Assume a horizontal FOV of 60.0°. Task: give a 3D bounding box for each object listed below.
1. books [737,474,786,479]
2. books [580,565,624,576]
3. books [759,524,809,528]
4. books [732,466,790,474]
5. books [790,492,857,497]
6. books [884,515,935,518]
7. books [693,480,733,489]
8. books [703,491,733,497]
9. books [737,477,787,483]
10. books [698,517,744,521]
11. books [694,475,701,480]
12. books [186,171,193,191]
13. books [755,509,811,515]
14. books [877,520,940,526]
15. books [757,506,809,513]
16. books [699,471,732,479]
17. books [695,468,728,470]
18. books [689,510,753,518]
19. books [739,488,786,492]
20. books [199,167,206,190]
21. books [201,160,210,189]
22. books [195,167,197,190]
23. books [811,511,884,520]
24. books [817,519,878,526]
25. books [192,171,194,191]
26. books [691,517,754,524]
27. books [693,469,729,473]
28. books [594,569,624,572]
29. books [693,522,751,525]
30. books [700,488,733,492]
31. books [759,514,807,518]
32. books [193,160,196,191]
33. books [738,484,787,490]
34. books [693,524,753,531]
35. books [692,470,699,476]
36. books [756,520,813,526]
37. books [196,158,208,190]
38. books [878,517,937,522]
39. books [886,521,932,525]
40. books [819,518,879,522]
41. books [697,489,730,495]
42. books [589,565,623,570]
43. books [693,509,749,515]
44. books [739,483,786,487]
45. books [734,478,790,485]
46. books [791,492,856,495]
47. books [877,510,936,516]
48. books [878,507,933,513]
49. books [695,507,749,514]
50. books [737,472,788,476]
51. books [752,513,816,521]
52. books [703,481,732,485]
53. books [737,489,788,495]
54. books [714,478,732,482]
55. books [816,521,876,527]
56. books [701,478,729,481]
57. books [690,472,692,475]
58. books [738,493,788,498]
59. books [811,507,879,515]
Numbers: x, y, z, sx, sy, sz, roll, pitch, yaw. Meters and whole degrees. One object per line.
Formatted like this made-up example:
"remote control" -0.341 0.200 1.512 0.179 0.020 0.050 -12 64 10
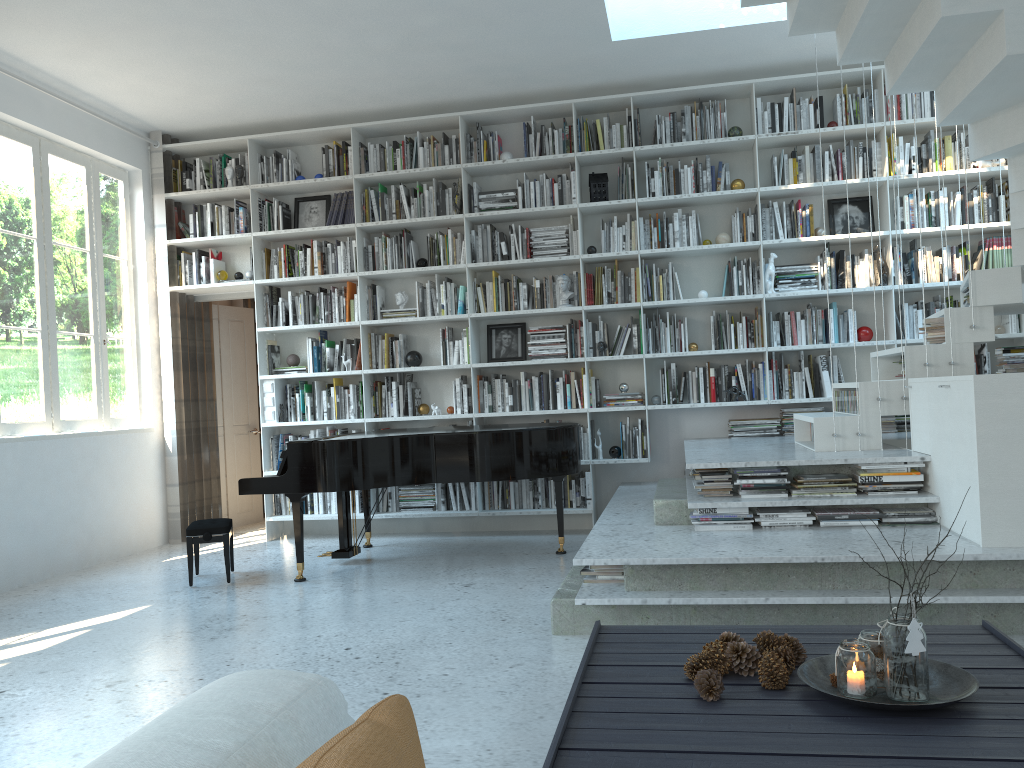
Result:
"books" 1.220 0.448 4.344 0.221 0.018 0.154 -3 -1 12
"books" 0.417 0.830 3.979 0.187 0.017 0.205 -3 -1 16
"books" 1.287 0.664 4.211 0.208 0.015 0.152 -3 -1 9
"books" 1.221 0.422 4.357 0.261 0.016 0.128 -3 -1 10
"books" 1.496 0.527 4.277 0.291 0.007 0.174 -3 -1 14
"books" 1.826 0.607 4.114 0.225 0.007 0.133 -3 -1 15
"books" 1.011 0.504 4.479 0.184 0.014 0.297 -3 -1 10
"books" 1.036 0.548 4.475 0.144 0.009 0.249 -3 -1 11
"books" 1.216 0.464 4.319 0.230 0.015 0.190 -3 -1 16
"books" 1.004 0.637 4.252 0.210 0.012 0.168 -3 -1 15
"books" 1.064 0.489 4.751 0.177 0.026 0.230 -3 -1 11
"books" -2.556 -1.592 7.121 0.028 0.186 0.182 -3 -1 11
"books" 1.284 0.605 4.212 0.242 0.005 0.152 -3 -1 12
"books" 1.826 0.641 4.104 0.261 0.006 0.151 -3 -1 7
"books" 1.284 0.596 4.215 0.220 0.013 0.149 -3 -1 10
"books" 1.025 0.458 4.476 0.149 0.014 0.228 -3 -1 9
"books" 1.061 0.446 4.751 0.171 0.007 0.260 -3 -1 9
"books" 1.004 0.625 4.256 0.292 0.012 0.159 -3 -1 14
"books" 1.224 0.512 4.350 0.207 0.012 0.131 -3 -1 7
"books" -2.437 -1.608 7.096 0.030 0.206 0.175 -3 -1 11
"books" -2.406 -1.638 7.084 0.057 0.262 0.190 -3 0 11
"books" -2.488 -1.616 7.125 0.024 0.227 0.157 -3 0 11
"books" 1.560 0.607 4.141 0.287 0.018 0.190 -3 -1 10
"books" 1.562 0.639 4.143 0.250 0.018 0.177 -3 -1 14
"books" -2.522 -1.598 7.140 0.031 0.195 0.145 -3 0 11
"books" 1.006 0.652 4.259 0.285 0.008 0.159 -3 -1 9
"books" 1.060 0.456 4.752 0.168 0.013 0.281 -3 -1 8
"books" 0.447 0.810 3.974 0.137 0.019 0.224 -3 -1 12
"books" 1.006 0.659 4.259 0.264 0.006 0.164 -3 -1 12
"books" 1.025 0.523 4.477 0.152 0.015 0.208 -3 -1 8
"books" 1.286 0.616 4.218 0.211 0.018 0.134 -3 -1 14
"books" -2.507 -1.642 7.120 0.010 0.281 0.160 -3 0 11
"books" 1.219 0.499 4.327 0.215 0.013 0.189 -3 -1 10
"books" 1.003 0.673 4.239 0.262 0.023 0.200 -3 -1 9
"books" 1.059 0.472 4.752 0.187 0.009 0.250 -3 -1 11
"books" 1.283 0.647 4.196 0.232 0.019 0.169 -3 -1 6
"books" -2.465 -1.645 7.111 0.028 0.283 0.189 -3 0 11
"books" 1.826 0.619 4.111 0.234 0.017 0.151 -3 -1 12
"books" 1.827 0.633 4.109 0.179 0.010 0.160 -3 -1 11
"books" 1.563 0.627 4.149 0.254 0.005 0.161 -3 -1 7
"books" 1.020 0.538 4.478 0.161 0.014 0.212 -3 -1 15
"books" 0.427 0.788 3.977 0.156 0.027 0.287 -3 -1 6
"books" 1.006 0.614 4.269 0.257 0.010 0.132 -3 -1 15
"books" 1.221 0.487 4.338 0.210 0.012 0.168 -3 -1 12
"books" 1.221 0.477 4.340 0.260 0.009 0.153 -3 -1 14
"books" 1.496 0.521 4.277 0.287 0.005 0.165 -3 -1 16
"books" 1.827 0.597 4.120 0.229 0.014 0.133 -3 -1 10
"books" 1.826 0.586 4.120 0.215 0.007 0.130 -3 -1 13
"books" 1.002 0.596 4.255 0.234 0.025 0.157 -3 -1 6
"books" 1.218 0.435 4.336 0.228 0.009 0.159 -3 -1 7
"books" 1.284 0.631 4.207 0.272 0.012 0.158 -3 -1 9
"books" 1.034 0.490 4.475 0.137 0.012 0.242 -3 -1 12
"books" 1.224 0.524 4.345 0.227 0.013 0.148 -3 -1 9
"books" 1.055 0.478 4.471 0.091 0.011 0.190 -3 -1 9
"books" 1.567 0.652 4.164 0.249 0.009 0.144 -3 -1 10
"books" 1.029 0.469 4.476 0.132 0.009 0.269 -3 -1 15
"books" 1.114 0.500 5.053 0.178 0.015 0.187 -3 -1 16
"books" 1.222 0.537 4.331 0.216 0.015 0.177 -3 -1 9
"books" 1.554 0.594 4.151 0.275 0.009 0.176 -3 -1 11
